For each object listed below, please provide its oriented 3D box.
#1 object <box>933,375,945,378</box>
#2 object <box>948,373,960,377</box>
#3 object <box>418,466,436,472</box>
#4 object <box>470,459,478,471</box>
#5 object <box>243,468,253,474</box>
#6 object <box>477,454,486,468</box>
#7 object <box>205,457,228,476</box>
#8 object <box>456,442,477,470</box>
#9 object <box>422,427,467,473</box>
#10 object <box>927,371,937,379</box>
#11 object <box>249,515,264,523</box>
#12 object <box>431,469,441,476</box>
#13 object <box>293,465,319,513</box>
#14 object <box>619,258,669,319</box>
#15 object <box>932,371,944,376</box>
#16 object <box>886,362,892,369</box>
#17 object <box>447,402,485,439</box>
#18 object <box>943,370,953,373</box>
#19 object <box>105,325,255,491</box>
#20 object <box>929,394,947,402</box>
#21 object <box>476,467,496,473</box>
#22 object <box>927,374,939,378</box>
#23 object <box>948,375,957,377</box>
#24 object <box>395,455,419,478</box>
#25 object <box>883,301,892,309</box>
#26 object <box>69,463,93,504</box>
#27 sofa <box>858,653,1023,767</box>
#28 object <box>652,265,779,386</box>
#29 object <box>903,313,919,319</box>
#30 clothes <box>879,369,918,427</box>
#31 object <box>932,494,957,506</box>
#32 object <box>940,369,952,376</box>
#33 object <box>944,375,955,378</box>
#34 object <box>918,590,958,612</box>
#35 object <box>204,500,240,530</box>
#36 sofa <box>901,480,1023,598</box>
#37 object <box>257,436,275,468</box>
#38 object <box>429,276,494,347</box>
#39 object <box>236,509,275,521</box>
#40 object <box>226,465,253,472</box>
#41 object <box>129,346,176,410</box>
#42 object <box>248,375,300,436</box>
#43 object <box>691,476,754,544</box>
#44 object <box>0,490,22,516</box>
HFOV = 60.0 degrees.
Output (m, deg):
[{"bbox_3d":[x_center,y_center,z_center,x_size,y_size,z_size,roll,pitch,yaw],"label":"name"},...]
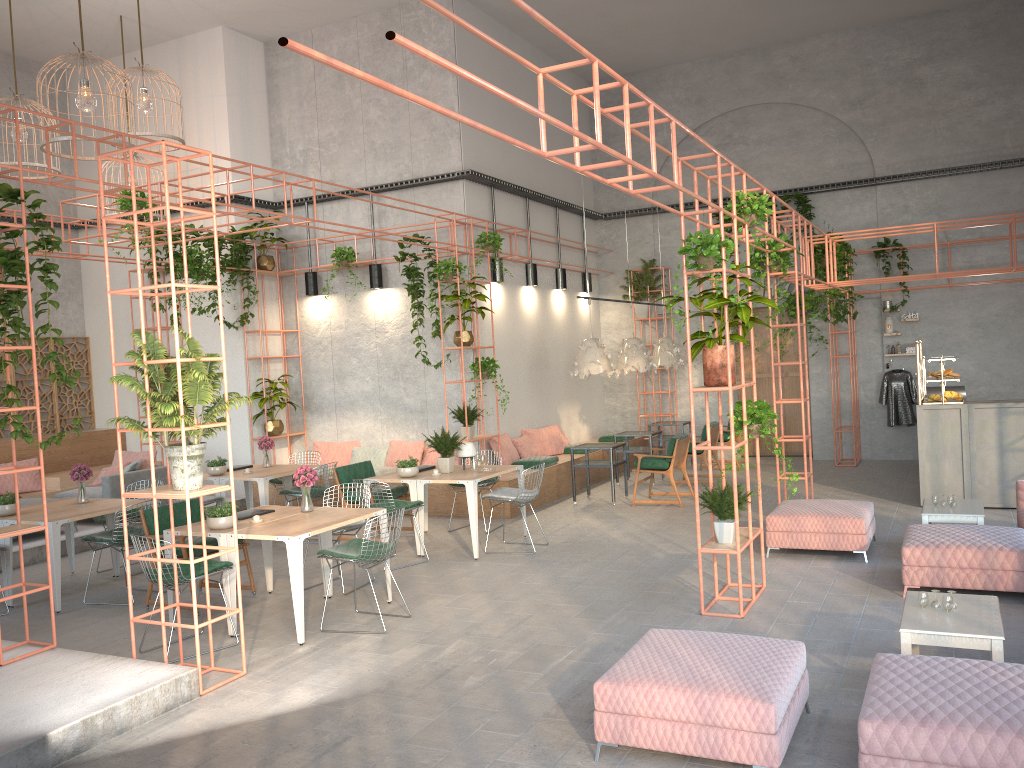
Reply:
[{"bbox_3d":[5.273,-0.100,10.953,0.146,0.064,0.101,-3,2,22],"label":"object"},{"bbox_3d":[5.406,-0.118,10.851,0.152,0.058,0.095,-3,2,17],"label":"object"},{"bbox_3d":[-1.108,0.991,10.315,0.268,0.031,0.427,-2,2,27],"label":"object"},{"bbox_3d":[-0.426,0.912,9.985,0.095,0.119,0.095,-5,2,-39],"label":"object"},{"bbox_3d":[-3.280,1.076,11.005,0.115,0.078,0.115,-2,2,32],"label":"object"},{"bbox_3d":[-0.362,0.890,10.191,0.165,0.154,0.210,-3,2,16],"label":"object"},{"bbox_3d":[-3.672,1.010,11.022,0.248,0.247,0.254,-2,2,27],"label":"object"},{"bbox_3d":[-0.522,0.828,10.178,0.241,0.313,0.241,-4,2,-18],"label":"object"},{"bbox_3d":[-0.763,0.731,9.948,0.438,0.527,0.368,-2,2,27],"label":"object"},{"bbox_3d":[5.205,-0.111,10.996,0.111,0.092,0.098,-3,2,26],"label":"object"},{"bbox_3d":[-2.147,1.133,7.452,0.115,0.073,0.115,-3,2,21],"label":"object"},{"bbox_3d":[-0.839,0.971,9.778,0.115,0.078,0.115,-2,2,32],"label":"object"},{"bbox_3d":[-1.818,0.923,7.820,0.213,0.414,0.225,-3,2,19],"label":"object"},{"bbox_3d":[2.442,-1.765,16.446,0.894,1.101,0.900,-3,2,-4],"label":"object"},{"bbox_3d":[5.240,-0.132,10.914,0.138,0.050,0.093,-2,2,43],"label":"object"},{"bbox_3d":[6.343,-0.317,14.908,0.093,0.121,0.049,-2,2,29],"label":"object"},{"bbox_3d":[-0.633,0.489,12.078,0.438,0.527,0.368,-2,2,27],"label":"object"},{"bbox_3d":[5.409,-0.145,11.042,0.149,0.081,0.088,-3,2,12],"label":"object"},{"bbox_3d":[-2.253,0.165,6.001,0.900,1.100,0.894,-4,2,-34],"label":"object"},{"bbox_3d":[5.279,0.171,10.996,0.089,0.095,0.237,-4,2,-29],"label":"object"},{"bbox_3d":[-0.284,0.949,9.788,0.218,0.041,0.218,-2,2,35],"label":"object"},{"bbox_3d":[5.259,-0.099,11.080,0.129,0.060,0.100,-2,2,29],"label":"object"},{"bbox_3d":[5.404,-0.108,10.884,0.132,0.051,0.099,-3,2,24],"label":"object"},{"bbox_3d":[-1.152,0.901,9.755,0.248,0.247,0.254,-2,2,27],"label":"object"},{"bbox_3d":[6.280,-1.320,14.815,0.133,0.145,0.133,-4,2,-11],"label":"object"},{"bbox_3d":[-4.435,1.024,9.135,0.213,0.414,0.225,-3,2,19],"label":"object"},{"bbox_3d":[2.810,1.462,4.311,1.960,0.672,2.219,-2,2,27],"label":"sofa"},{"bbox_3d":[1.620,-0.459,6.915,0.924,0.946,0.923,-3,2,-7],"label":"object"},{"bbox_3d":[6.589,-1.130,14.688,0.263,0.101,0.013,-2,2,27],"label":"object"},{"bbox_3d":[6.486,0.252,14.797,0.625,0.997,0.366,-3,2,7],"label":"clothes"},{"bbox_3d":[4.114,1.130,8.434,0.199,0.145,0.156,-2,2,41],"label":"object"},{"bbox_3d":[5.323,-0.143,10.869,0.142,0.087,0.094,-2,2,34],"label":"object"},{"bbox_3d":[5.371,-0.098,10.915,0.151,0.052,0.097,-2,2,29],"label":"object"},{"bbox_3d":[2.535,1.310,5.276,0.199,0.145,0.156,-2,2,41],"label":"object"},{"bbox_3d":[-2.378,1.067,7.262,0.247,0.247,0.252,-2,2,27],"label":"object"},{"bbox_3d":[4.389,1.282,7.469,1.960,0.672,2.219,-2,2,27],"label":"sofa"},{"bbox_3d":[-3.211,0.884,11.583,0.213,0.414,0.225,-3,2,19],"label":"object"},{"bbox_3d":[-0.662,-0.976,11.917,0.903,0.947,0.934,-4,2,-12],"label":"object"},{"bbox_3d":[-2.334,1.157,7.821,0.268,0.031,0.427,-2,2,27],"label":"object"},{"bbox_3d":[-3.628,1.100,11.581,0.268,0.031,0.427,-2,2,27],"label":"object"},{"bbox_3d":[-5.506,-0.059,13.818,0.900,1.097,0.894,-4,2,-34],"label":"object"},{"bbox_3d":[-3.698,0.329,13.540,0.903,0.919,0.934,-3,2,-2],"label":"object"},{"bbox_3d":[1.681,1.002,7.068,0.438,0.527,0.368,-2,2,27],"label":"object"},{"bbox_3d":[-4.894,1.150,8.580,0.247,0.247,0.252,-2,2,27],"label":"object"}]
